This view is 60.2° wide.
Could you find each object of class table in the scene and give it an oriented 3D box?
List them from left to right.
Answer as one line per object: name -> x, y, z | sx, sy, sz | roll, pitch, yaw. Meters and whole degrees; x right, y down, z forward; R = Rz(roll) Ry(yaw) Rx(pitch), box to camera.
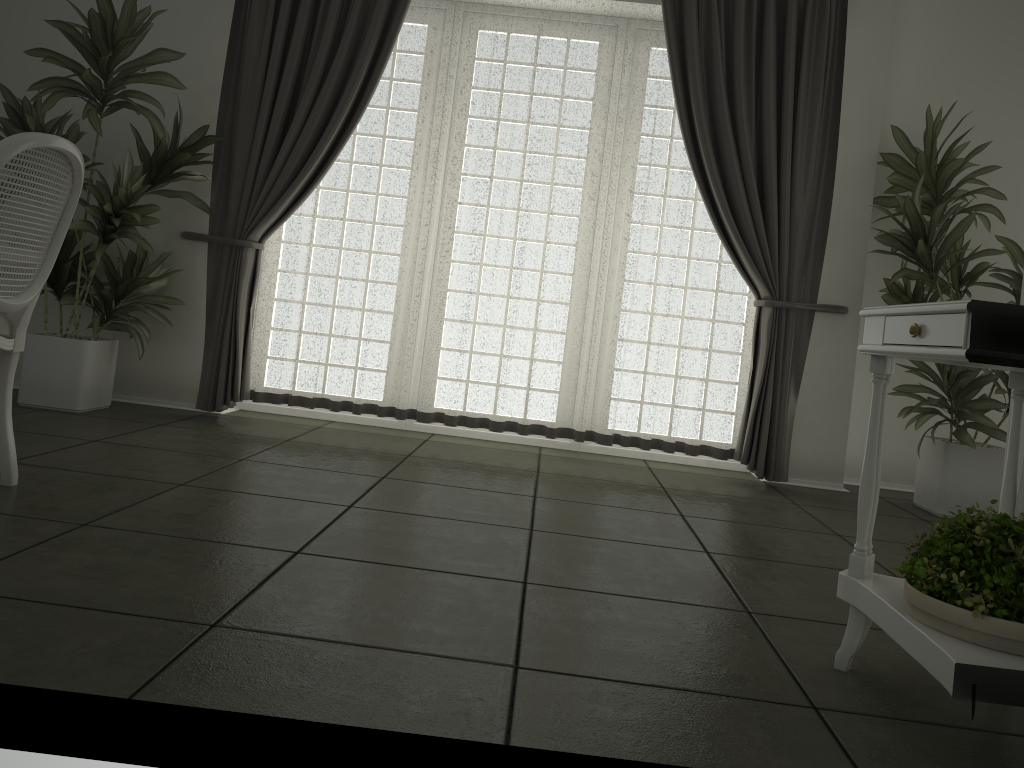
table -> 0.932, 0.269, 1.666 | 0.433, 0.807, 0.698 | 7, 1, 2

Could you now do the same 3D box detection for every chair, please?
chair -> -1.695, -0.227, 2.561 | 0.690, 1.066, 0.594 | 7, 0, 3

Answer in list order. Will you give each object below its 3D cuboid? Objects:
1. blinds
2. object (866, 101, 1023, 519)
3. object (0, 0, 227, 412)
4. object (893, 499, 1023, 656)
blinds -> 0.017, -0.954, 4.793 | 3.661, 2.609, 0.658 | 7, -1, 3
object -> 2.349, -0.400, 4.411 | 1.166, 2.101, 1.035 | 7, -1, 21
object -> -2.170, -0.932, 4.471 | 1.166, 2.101, 1.035 | 7, -1, 21
object -> 0.933, 0.344, 1.665 | 0.374, 0.232, 0.347 | 7, 2, -2
